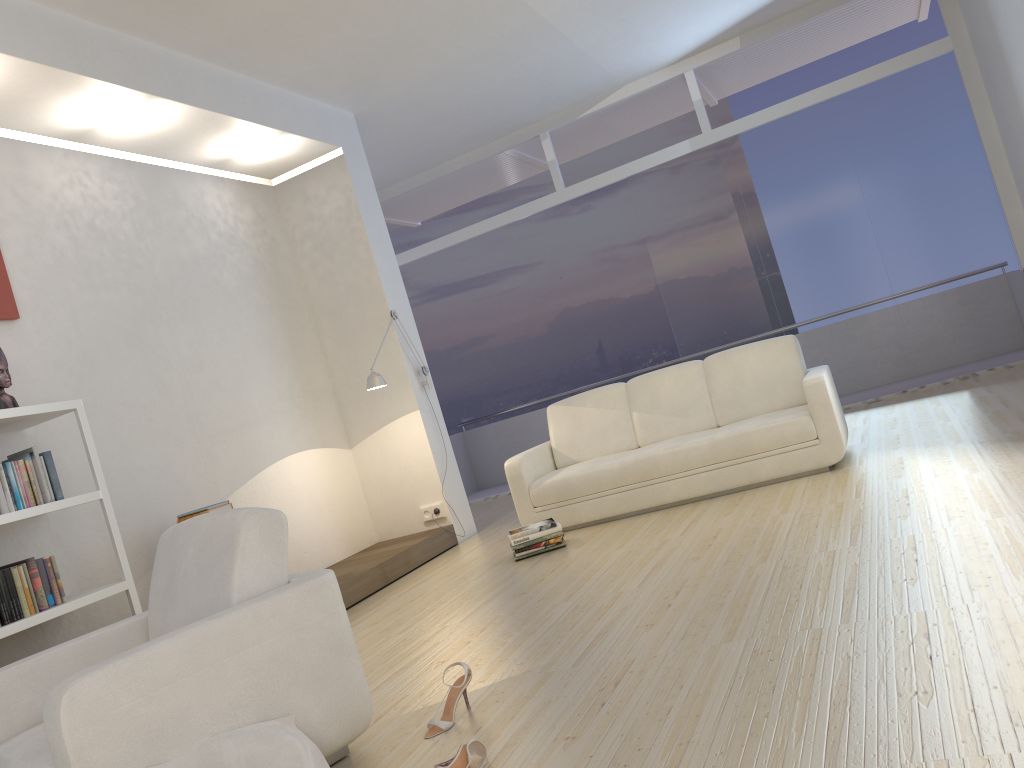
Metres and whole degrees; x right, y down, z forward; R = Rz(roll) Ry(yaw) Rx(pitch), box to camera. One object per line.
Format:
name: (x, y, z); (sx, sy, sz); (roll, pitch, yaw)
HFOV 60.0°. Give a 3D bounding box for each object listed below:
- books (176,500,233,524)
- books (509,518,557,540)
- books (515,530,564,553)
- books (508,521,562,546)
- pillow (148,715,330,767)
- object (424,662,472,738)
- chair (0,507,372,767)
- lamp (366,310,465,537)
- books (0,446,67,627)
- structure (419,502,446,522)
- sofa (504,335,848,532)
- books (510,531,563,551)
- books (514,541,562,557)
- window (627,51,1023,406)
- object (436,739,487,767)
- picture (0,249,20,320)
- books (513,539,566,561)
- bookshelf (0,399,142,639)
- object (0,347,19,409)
books: (-1.672, 1.044, 5.128); (0.329, 0.694, 0.270); (-17, -1, 23)
books: (0.125, 0.896, 5.491); (0.287, 0.025, 0.247); (-17, -1, -4)
books: (0.175, 0.976, 5.487); (0.287, 0.025, 0.247); (-17, -1, 7)
books: (0.139, 0.924, 5.490); (0.319, 0.038, 0.247); (-16, -1, -6)
pillow: (-0.727, 1.072, 2.262); (0.615, 0.315, 0.312); (-15, -2, -40)
object: (-0.213, 1.009, 2.858); (0.089, 0.149, 0.265); (-18, -2, 36)
chair: (-1.106, 0.885, 2.791); (0.919, 0.828, 0.941); (-18, -2, 43)
lamp: (-0.771, 0.340, 6.678); (0.204, 1.841, 0.891); (-17, -1, 19)
books: (-2.349, 0.703, 3.900); (0.215, 0.743, 0.831); (-17, -1, 23)
structure: (-0.620, 1.003, 6.922); (0.206, 0.114, 0.028); (-17, -1, 23)
sofa: (1.088, 0.328, 6.042); (2.166, 0.862, 0.941); (-17, -1, 23)
books: (0.149, 0.955, 5.490); (0.328, 0.027, 0.247); (-17, -1, -2)
books: (0.157, 1.004, 5.488); (0.287, 0.018, 0.247); (-17, -1, -4)
window: (2.831, -1.145, 8.134); (2.988, 2.706, 0.012); (-17, -1, 23)
object: (-0.169, 1.022, 2.349); (0.121, 0.091, 0.287); (-17, -1, 22)
picture: (-3.361, -0.581, 3.258); (0.030, 0.794, 3.227); (-17, -1, 23)
books: (0.168, 1.019, 5.488); (0.328, 0.018, 0.247); (-17, -1, -2)
bookshelf: (-2.455, 0.879, 3.763); (0.465, 1.396, 1.599); (-17, -1, 23)
object: (-2.493, -0.040, 4.279); (0.133, 0.409, 0.138); (-16, -1, -20)
